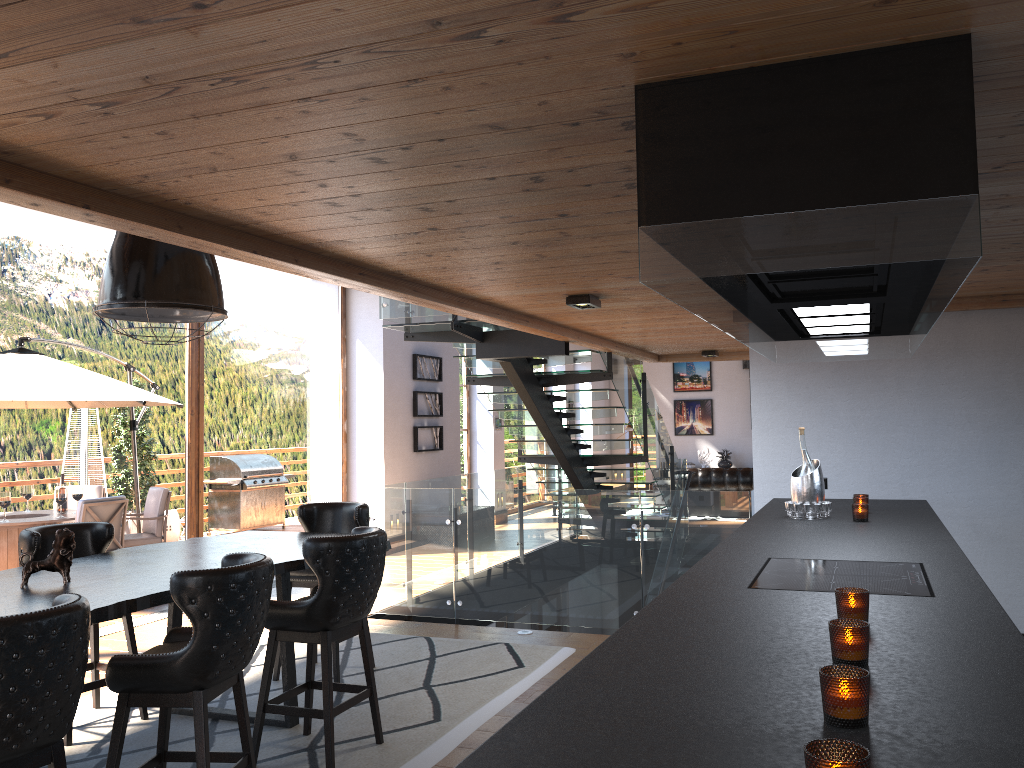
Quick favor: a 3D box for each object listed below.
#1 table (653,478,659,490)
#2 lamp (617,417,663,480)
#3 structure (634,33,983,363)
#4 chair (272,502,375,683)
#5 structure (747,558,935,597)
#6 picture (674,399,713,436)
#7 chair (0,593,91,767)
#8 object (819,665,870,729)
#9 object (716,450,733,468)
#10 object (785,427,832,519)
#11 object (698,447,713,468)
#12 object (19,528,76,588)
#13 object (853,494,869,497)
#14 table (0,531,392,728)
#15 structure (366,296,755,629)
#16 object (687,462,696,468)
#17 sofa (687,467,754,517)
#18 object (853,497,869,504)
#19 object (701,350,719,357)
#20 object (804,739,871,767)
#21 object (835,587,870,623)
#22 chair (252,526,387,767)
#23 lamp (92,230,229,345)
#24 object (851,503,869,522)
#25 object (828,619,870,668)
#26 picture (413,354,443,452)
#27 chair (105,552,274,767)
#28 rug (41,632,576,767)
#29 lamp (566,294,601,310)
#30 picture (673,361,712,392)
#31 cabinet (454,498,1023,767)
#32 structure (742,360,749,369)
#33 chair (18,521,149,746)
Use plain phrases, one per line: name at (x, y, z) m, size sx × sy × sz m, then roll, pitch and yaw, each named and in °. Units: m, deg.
table at (2.750, 1.974, 15.774) m, size 0.402 × 0.610 × 0.420 m, roll -2°, pitch -3°, yaw 21°
lamp at (2.773, 1.498, 19.411) m, size 0.521 × 1.900 × 1.338 m, roll -4°, pitch -4°, yaw 42°
structure at (1.227, -0.425, 3.446) m, size 0.705 × 0.476 × 3.275 m, roll -2°, pitch -3°, yaw 22°
chair at (-1.201, 1.337, 5.768) m, size 0.500 × 1.093 × 0.572 m, roll -2°, pitch -3°, yaw 20°
structure at (1.039, 0.612, 2.800) m, size 0.500 × 0.017 × 0.615 m, roll -2°, pitch -3°, yaw 21°
picture at (4.127, 0.765, 20.171) m, size 0.872 × 0.817 × 0.036 m, roll -2°, pitch -4°, yaw 21°
chair at (-1.576, 1.209, 2.649) m, size 0.562 × 1.093 × 0.509 m, roll -3°, pitch -4°, yaw 30°
object at (0.542, 0.509, 1.443) m, size 0.080 × 0.081 × 0.078 m, roll 0°, pitch -3°, yaw -24°
object at (4.706, 1.655, 19.607) m, size 0.337 × 0.455 × 0.337 m, roll 2°, pitch -4°, yaw -43°
object at (1.487, 0.445, 4.471) m, size 0.224 × 0.453 × 0.226 m, roll -2°, pitch -3°, yaw 21°
object at (4.277, 1.640, 19.701) m, size 0.260 × 0.533 × 0.425 m, roll 0°, pitch -3°, yaw -10°
object at (-2.052, 0.764, 3.918) m, size 0.222 × 0.254 × 0.115 m, roll 0°, pitch -3°, yaw -16°
object at (1.889, 0.639, 4.794) m, size 0.079 × 0.081 × 0.079 m, roll 0°, pitch -3°, yaw -14°
table at (-1.924, 1.355, 3.890) m, size 1.417 × 0.950 × 3.825 m, roll -2°, pitch -3°, yaw 22°
structure at (-1.644, 1.681, 9.523) m, size 9.135 × 6.403 × 11.109 m, roll -2°, pitch -3°, yaw 21°
object at (3.977, 1.835, 19.901) m, size 0.278 × 0.161 × 0.261 m, roll -2°, pitch -3°, yaw 24°
sofa at (3.973, 1.789, 14.760) m, size 2.545 × 0.839 × 1.248 m, roll -2°, pitch -3°, yaw 20°
object at (1.818, 0.632, 4.616) m, size 0.079 × 0.081 × 0.079 m, roll 0°, pitch -3°, yaw -14°
object at (2.229, -0.346, 9.968) m, size 0.154 × 0.068 × 0.263 m, roll -2°, pitch -3°, yaw 22°
object at (0.405, 0.495, 1.100) m, size 0.080 × 0.081 × 0.078 m, roll 0°, pitch -3°, yaw -24°
object at (0.818, 0.535, 2.128) m, size 0.080 × 0.081 × 0.078 m, roll 0°, pitch -3°, yaw -24°
chair at (-0.892, 1.264, 4.310) m, size 0.564 × 1.093 × 0.508 m, roll -2°, pitch -3°, yaw 20°
lamp at (-1.768, -2.540, 4.516) m, size 0.627 × 4.688 × 0.615 m, roll 1°, pitch -4°, yaw -24°
object at (1.674, 0.618, 4.258) m, size 0.079 × 0.081 × 0.079 m, roll 0°, pitch -3°, yaw -14°
object at (0.680, 0.522, 1.785) m, size 0.080 × 0.081 × 0.078 m, roll 0°, pitch -3°, yaw -24°
picture at (-1.150, 0.266, 12.193) m, size 0.059 × 1.313 × 0.780 m, roll -2°, pitch -3°, yaw 22°
chair at (-1.208, 1.227, 3.393) m, size 0.567 × 1.093 × 0.505 m, roll -1°, pitch -3°, yaw 5°
rug at (-1.739, 1.819, 4.143) m, size 2.531 × 0.047 × 5.674 m, roll -2°, pitch -3°, yaw 21°
lamp at (0.448, -0.518, 5.536) m, size 0.154 × 0.068 × 0.263 m, roll -2°, pitch -3°, yaw 22°
picture at (4.110, -0.229, 20.230) m, size 0.872 × 0.817 × 0.036 m, roll -2°, pitch -4°, yaw 21°
cabinet at (1.174, 1.171, 3.180) m, size 0.881 × 1.104 × 4.837 m, roll -2°, pitch -3°, yaw 22°
structure at (5.232, -0.505, 19.732) m, size 0.212 × 0.350 × 0.215 m, roll -2°, pitch -3°, yaw 21°
chair at (-2.368, 1.323, 4.812) m, size 0.562 × 1.093 × 0.509 m, roll -3°, pitch -4°, yaw 30°
